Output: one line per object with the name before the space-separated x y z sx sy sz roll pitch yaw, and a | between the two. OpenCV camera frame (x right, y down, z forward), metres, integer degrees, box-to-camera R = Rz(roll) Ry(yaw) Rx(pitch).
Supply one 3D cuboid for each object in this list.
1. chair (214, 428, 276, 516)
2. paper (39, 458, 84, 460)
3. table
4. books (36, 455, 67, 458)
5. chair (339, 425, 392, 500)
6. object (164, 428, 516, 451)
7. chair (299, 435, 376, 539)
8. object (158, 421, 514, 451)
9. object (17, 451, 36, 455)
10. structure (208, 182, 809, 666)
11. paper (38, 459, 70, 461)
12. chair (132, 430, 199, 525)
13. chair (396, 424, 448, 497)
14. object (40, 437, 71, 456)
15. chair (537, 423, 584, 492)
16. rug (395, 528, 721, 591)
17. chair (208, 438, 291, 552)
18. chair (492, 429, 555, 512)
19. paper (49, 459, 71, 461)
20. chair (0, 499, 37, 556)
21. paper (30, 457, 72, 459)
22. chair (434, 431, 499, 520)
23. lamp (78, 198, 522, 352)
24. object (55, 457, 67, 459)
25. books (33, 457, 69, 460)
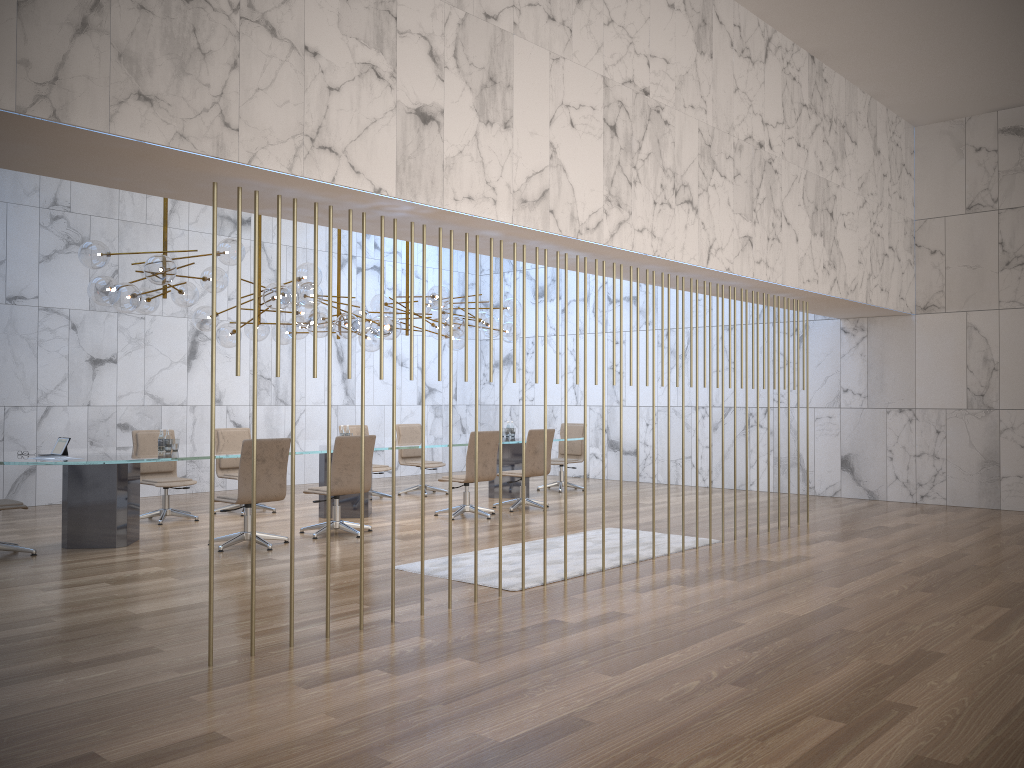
chair | -3.206 1.034 10.602 0.697 1.000 0.726 -1 -1 41
paper | -3.808 0.634 7.494 0.210 0.001 0.290 -1 -1 35
table | -1.941 1.110 10.342 2.092 0.835 7.924 -1 -1 42
books | -3.967 0.626 7.632 0.126 0.012 0.205 -1 -1 39
chair | -1.973 1.063 11.976 0.697 1.000 0.726 -1 -1 41
object | -1.708 0.639 10.557 0.183 0.117 5.112 -1 -1 42
chair | -1.735 1.008 8.891 0.697 1.000 0.726 -1 -1 42
object | -1.736 0.591 10.600 0.124 0.213 5.189 -1 -1 42
object | -4.409 0.624 8.055 0.134 0.037 0.096 0 -1 20
structure | 0.884 0.256 7.181 0.023 2.456 7.223 -1 -1 42
paper | -3.808 0.634 7.494 0.210 0.001 0.290 -1 -1 34
chair | -3.865 1.018 9.866 0.697 1.000 0.726 -1 -1 41
chair | -1.306 1.078 12.721 0.697 1.000 0.726 -1 -1 41
object | -4.127 0.563 7.981 0.255 0.159 0.205 -1 -1 42
chair | 0.766 1.097 13.363 0.726 1.000 0.697 -1 -1 42
rug | 0.522 1.480 7.793 1.320 0.034 3.025 -1 -1 41
chair | -2.403 0.992 8.147 0.697 1.000 0.726 -1 -1 42
chair | 0.163 1.052 11.008 0.697 1.000 0.726 -1 -1 42
paper | -3.808 0.635 7.494 0.210 0.001 0.290 -1 -1 36
chair | -4.477 0.974 7.528 0.726 1.000 0.697 -1 -1 42
paper | -3.988 0.636 7.642 0.210 0.001 0.290 -1 -1 40
chair | -0.500 1.037 10.269 0.697 1.000 0.726 -1 -1 42
lamp | -2.013 -1.704 10.305 1.557 2.716 5.672 -1 -1 42
object | -3.822 0.624 7.533 0.011 0.011 0.158 0 -1 17
books | -3.910 0.630 7.561 0.239 0.012 0.205 0 -1 29
